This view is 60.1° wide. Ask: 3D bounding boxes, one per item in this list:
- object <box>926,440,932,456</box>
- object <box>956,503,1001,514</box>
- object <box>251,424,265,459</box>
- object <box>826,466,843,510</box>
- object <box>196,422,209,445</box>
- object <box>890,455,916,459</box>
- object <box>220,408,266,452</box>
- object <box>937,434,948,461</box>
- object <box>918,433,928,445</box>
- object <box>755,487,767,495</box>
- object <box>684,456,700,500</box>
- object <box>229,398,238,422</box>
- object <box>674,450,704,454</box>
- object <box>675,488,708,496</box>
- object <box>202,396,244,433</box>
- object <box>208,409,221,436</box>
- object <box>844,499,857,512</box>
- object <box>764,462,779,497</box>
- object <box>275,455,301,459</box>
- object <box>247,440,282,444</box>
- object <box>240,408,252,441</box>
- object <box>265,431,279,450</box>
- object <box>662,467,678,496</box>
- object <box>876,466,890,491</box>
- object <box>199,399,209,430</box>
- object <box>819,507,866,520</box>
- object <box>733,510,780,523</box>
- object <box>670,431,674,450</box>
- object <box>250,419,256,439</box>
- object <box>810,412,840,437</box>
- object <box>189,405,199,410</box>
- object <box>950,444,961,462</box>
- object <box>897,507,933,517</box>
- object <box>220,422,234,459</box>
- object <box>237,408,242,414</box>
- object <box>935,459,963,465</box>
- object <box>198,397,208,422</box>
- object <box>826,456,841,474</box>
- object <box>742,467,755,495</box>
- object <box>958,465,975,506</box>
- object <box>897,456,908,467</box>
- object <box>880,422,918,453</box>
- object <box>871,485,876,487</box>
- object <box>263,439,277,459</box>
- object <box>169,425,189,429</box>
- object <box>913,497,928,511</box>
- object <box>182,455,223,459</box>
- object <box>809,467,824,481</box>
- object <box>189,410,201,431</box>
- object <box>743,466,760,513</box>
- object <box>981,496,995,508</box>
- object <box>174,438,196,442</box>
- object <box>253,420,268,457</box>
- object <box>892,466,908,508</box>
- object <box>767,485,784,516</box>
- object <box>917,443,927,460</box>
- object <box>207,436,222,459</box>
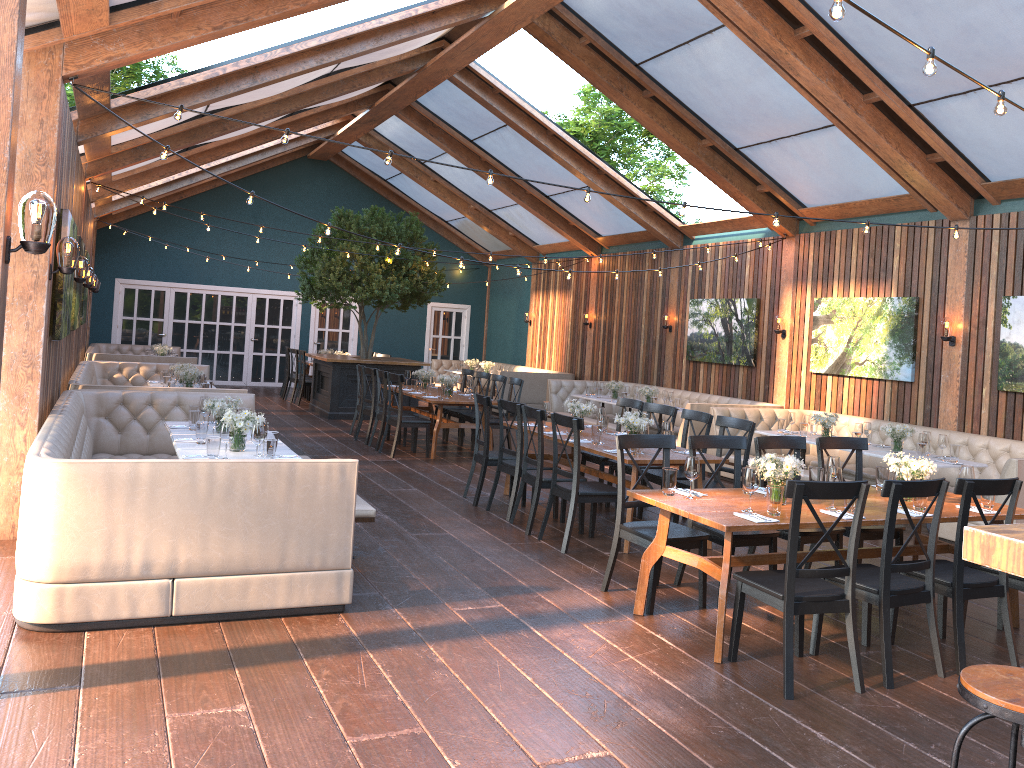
[{"bbox_3d":[4.124,0.631,8.801,0.091,0.158,0.092,3,1,-38],"label":"object"},{"bbox_3d":[2.846,0.764,5.442,0.157,0.019,0.256,2,4,-24],"label":"object"},{"bbox_3d":[-1.682,0.391,5.853,0.092,0.244,0.092,4,0,18],"label":"object"},{"bbox_3d":[1.873,0.606,5.151,0.092,0.244,0.092,4,0,18],"label":"object"},{"bbox_3d":[-2.267,0.359,6.463,0.091,0.158,0.092,3,1,-38],"label":"object"},{"bbox_3d":[3.753,0.696,8.484,0.254,0.019,0.158,2,4,-24],"label":"object"},{"bbox_3d":[-1.927,0.317,6.268,0.337,0.309,0.328,5,2,40],"label":"object"},{"bbox_3d":[4.122,0.608,8.475,0.092,0.244,0.092,4,0,18],"label":"object"},{"bbox_3d":[3.924,0.596,8.456,0.092,0.244,0.092,4,0,18],"label":"object"},{"bbox_3d":[1.608,0.675,5.594,0.157,0.019,0.256,2,4,-24],"label":"object"},{"bbox_3d":[1.052,0.550,5.187,0.092,0.244,0.092,4,0,18],"label":"object"},{"bbox_3d":[-2.368,0.247,7.497,0.092,0.244,0.092,4,0,24],"label":"object"},{"bbox_3d":[1.441,0.560,7.308,0.254,0.019,0.158,2,4,-24],"label":"object"},{"bbox_3d":[1.076,0.655,5.349,0.157,0.019,0.256,2,4,-24],"label":"object"},{"bbox_3d":[-2.337,0.238,7.128,0.329,0.309,0.336,4,2,-2],"label":"object"},{"bbox_3d":[-2.211,0.314,6.558,0.092,0.244,0.092,4,0,18],"label":"object"},{"bbox_3d":[1.963,0.657,5.112,0.092,0.158,0.092,4,1,2],"label":"object"},{"bbox_3d":[1.589,0.570,5.428,0.092,0.244,0.092,4,0,18],"label":"object"},{"bbox_3d":[-1.575,0.498,6.053,0.254,0.019,0.158,2,4,-24],"label":"object"},{"bbox_3d":[-1.883,0.437,6.737,0.254,0.019,0.158,2,4,-24],"label":"object"},{"bbox_3d":[-2.039,0.312,6.767,0.092,0.244,0.092,4,0,18],"label":"object"},{"bbox_3d":[-1.680,0.414,6.178,0.091,0.158,0.092,3,1,-38],"label":"object"},{"bbox_3d":[0.934,0.582,5.254,0.092,0.158,0.092,4,1,2],"label":"object"},{"bbox_3d":[2.495,0.640,5.961,0.092,0.158,0.092,4,1,2],"label":"object"},{"bbox_3d":[-2.521,0.251,7.266,0.092,0.244,0.092,4,0,24],"label":"object"},{"bbox_3d":[1.848,0.727,4.991,0.157,0.019,0.256,2,4,-24],"label":"object"},{"bbox_3d":[1.293,0.706,4.739,0.157,0.019,0.256,2,4,-24],"label":"object"},{"bbox_3d":[1.313,0.474,7.438,0.092,0.158,0.092,4,1,2],"label":"object"},{"bbox_3d":[-1.989,0.353,6.863,0.091,0.158,0.092,3,1,-38],"label":"object"},{"bbox_3d":[3.462,0.455,9.748,0.329,0.309,0.336,4,2,-2],"label":"object"},{"bbox_3d":[-2.706,0.265,7.545,0.091,0.158,0.092,3,1,-38],"label":"object"},{"bbox_3d":[4.214,0.660,8.421,0.091,0.158,0.092,3,1,-38],"label":"object"},{"bbox_3d":[2.326,0.745,5.201,0.157,0.019,0.256,2,4,-24],"label":"object"},{"bbox_3d":[-1.881,0.379,5.833,0.092,0.244,0.092,4,0,18],"label":"object"},{"bbox_3d":[-2.317,0.287,7.593,0.091,0.158,0.092,3,1,-38],"label":"object"},{"bbox_3d":[4.085,0.728,8.311,0.157,0.019,0.256,2,4,-24],"label":"object"},{"bbox_3d":[-2.608,0.231,7.492,0.092,0.244,0.092,4,0,24],"label":"object"},{"bbox_3d":[2.050,0.587,5.652,0.092,0.244,0.092,4,0,18],"label":"object"},{"bbox_3d":[1.471,0.602,5.486,0.092,0.158,0.092,4,1,2],"label":"object"},{"bbox_3d":[2.883,0.643,5.615,0.092,0.244,0.092,4,0,18],"label":"object"},{"bbox_3d":[2.591,0.607,5.887,0.092,0.244,0.092,4,0,18],"label":"object"},{"bbox_3d":[3.872,0.534,8.888,0.337,0.309,0.328,5,2,40],"label":"object"},{"bbox_3d":[2.608,0.712,6.049,0.157,0.019,0.256,2,4,-24],"label":"object"},{"bbox_3d":[-1.590,0.443,5.799,0.091,0.158,0.092,3,1,-38],"label":"object"},{"bbox_3d":[-2.691,0.351,7.295,0.254,0.019,0.158,2,4,-24],"label":"object"},{"bbox_3d":[2.455,0.676,5.321,0.092,0.158,0.092,4,1,2],"label":"object"},{"bbox_3d":[-2.051,0.479,5.862,0.254,0.019,0.158,2,4,-24],"label":"object"},{"bbox_3d":[1.962,0.620,5.715,0.092,0.158,0.092,4,1,2],"label":"object"},{"bbox_3d":[-2.577,0.296,7.171,0.091,0.158,0.092,3,1,-38],"label":"object"},{"bbox_3d":[1.324,0.585,4.905,0.092,0.244,0.092,4,0,18],"label":"object"},{"bbox_3d":[2.993,0.696,5.565,0.092,0.158,0.092,4,1,2],"label":"object"},{"bbox_3d":[-2.381,0.414,6.587,0.254,0.019,0.158,2,4,-24],"label":"object"},{"bbox_3d":[-1.731,0.374,6.083,0.092,0.244,0.092,4,0,18],"label":"object"},{"bbox_3d":[2.352,0.623,5.368,0.092,0.244,0.092,4,0,18],"label":"object"},{"bbox_3d":[1.439,0.639,4.851,0.092,0.158,0.092,4,1,2],"label":"object"},{"bbox_3d":[3.868,0.641,8.360,0.091,0.158,0.092,3,1,-38],"label":"object"},{"bbox_3d":[-1.937,0.424,5.738,0.091,0.158,0.092,3,1,-38],"label":"object"}]
